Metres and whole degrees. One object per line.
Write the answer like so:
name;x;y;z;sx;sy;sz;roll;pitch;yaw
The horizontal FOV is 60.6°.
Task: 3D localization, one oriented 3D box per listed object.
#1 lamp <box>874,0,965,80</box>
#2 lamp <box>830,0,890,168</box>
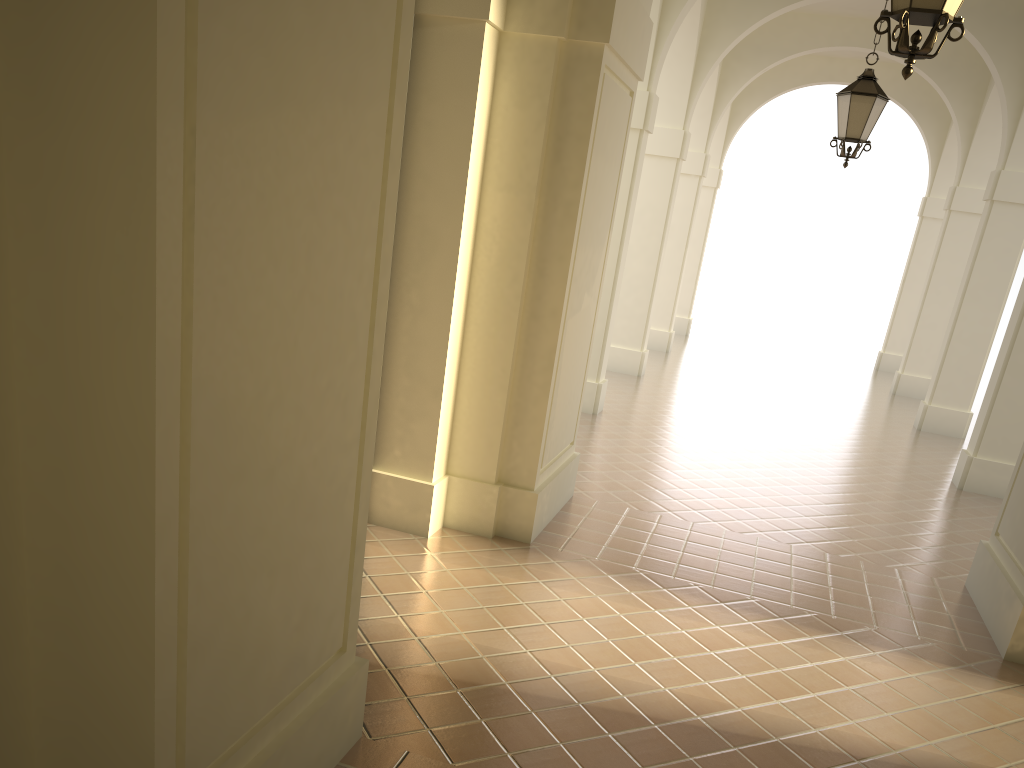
lamp;2.064;-3.041;3.520;0.443;3.473;0.485;3;19;-14
lamp;3.533;-3.763;8.127;0.506;3.473;0.425;13;19;14
